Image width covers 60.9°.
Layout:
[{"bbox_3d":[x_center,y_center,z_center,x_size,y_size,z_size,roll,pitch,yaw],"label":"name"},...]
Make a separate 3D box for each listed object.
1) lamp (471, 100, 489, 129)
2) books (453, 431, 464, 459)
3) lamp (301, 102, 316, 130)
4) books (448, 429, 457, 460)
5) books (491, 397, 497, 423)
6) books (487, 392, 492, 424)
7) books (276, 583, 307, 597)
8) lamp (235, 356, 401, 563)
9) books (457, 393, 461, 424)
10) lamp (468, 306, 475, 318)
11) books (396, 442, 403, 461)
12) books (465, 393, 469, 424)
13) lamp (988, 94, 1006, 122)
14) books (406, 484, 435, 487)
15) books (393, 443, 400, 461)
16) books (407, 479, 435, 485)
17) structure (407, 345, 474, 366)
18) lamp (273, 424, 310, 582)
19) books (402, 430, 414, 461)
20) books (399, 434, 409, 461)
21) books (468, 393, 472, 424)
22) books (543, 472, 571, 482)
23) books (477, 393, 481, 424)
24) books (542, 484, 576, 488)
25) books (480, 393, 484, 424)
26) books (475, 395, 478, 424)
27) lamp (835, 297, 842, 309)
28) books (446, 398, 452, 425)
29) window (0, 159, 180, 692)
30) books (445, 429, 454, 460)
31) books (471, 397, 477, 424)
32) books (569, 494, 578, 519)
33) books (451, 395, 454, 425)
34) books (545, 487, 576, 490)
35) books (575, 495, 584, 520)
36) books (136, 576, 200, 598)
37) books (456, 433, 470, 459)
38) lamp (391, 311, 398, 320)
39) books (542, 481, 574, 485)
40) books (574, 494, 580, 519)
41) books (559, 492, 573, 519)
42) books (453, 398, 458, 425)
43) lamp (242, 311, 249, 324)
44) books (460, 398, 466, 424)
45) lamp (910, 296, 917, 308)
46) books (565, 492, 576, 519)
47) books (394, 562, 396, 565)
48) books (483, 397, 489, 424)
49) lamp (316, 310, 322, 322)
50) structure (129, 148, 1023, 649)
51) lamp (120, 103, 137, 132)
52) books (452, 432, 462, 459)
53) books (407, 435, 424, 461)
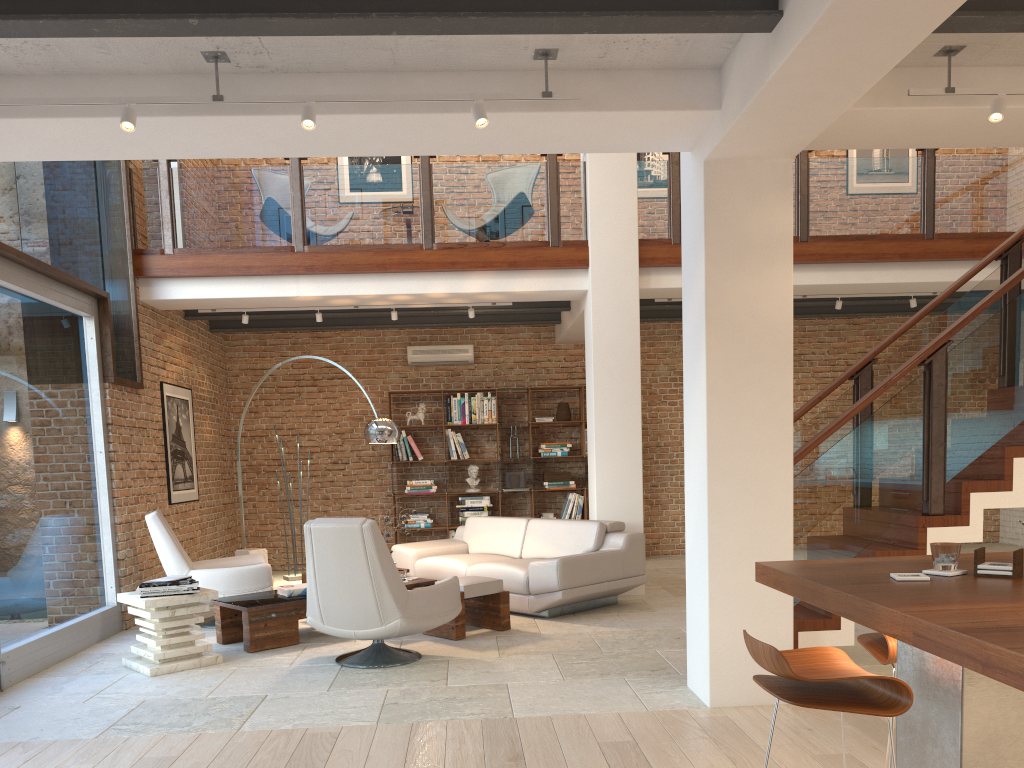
[{"bbox_3d":[-0.139,-1.153,3.723,0.059,0.130,0.086,-4,3,-33],"label":"lamp"},{"bbox_3d":[-0.661,0.766,10.832,0.125,0.351,0.270,-2,2,-3],"label":"books"},{"bbox_3d":[-0.860,-1.133,3.682,0.061,0.130,0.085,-2,2,-1],"label":"lamp"},{"bbox_3d":[-0.735,0.750,10.807,0.103,0.386,0.242,-2,3,-3],"label":"books"},{"bbox_3d":[-0.227,0.332,10.821,0.055,0.332,0.253,-2,2,-3],"label":"books"},{"bbox_3d":[-0.276,0.304,10.800,0.036,0.386,0.242,-2,3,-3],"label":"books"},{"bbox_3d":[-1.619,1.588,6.739,0.325,0.056,0.255,1,-5,-33],"label":"books"},{"bbox_3d":[-1.832,0.918,8.123,2.033,2.368,0.315,-1,5,33],"label":"lamp"},{"bbox_3d":[-0.652,0.315,10.775,0.036,0.386,0.242,-2,3,-3],"label":"books"},{"bbox_3d":[-0.407,-0.720,8.752,0.061,0.116,0.094,-2,1,3],"label":"lamp"},{"bbox_3d":[-1.397,0.767,10.789,0.091,0.387,0.242,-2,3,-3],"label":"books"},{"bbox_3d":[-0.557,0.311,10.775,0.036,0.386,0.242,-2,3,-3],"label":"books"},{"bbox_3d":[2.145,-1.218,3.851,0.086,0.130,0.059,-4,4,-43],"label":"lamp"},{"bbox_3d":[-1.134,1.262,10.846,0.355,0.021,0.272,-1,-5,-5],"label":"books"},{"bbox_3d":[-1.434,0.767,10.779,0.091,0.387,0.242,-2,3,-3],"label":"books"},{"bbox_3d":[-1.127,1.223,10.840,0.326,0.056,0.254,-2,-4,-1],"label":"books"},{"bbox_3d":[-0.884,-0.356,10.815,0.812,0.221,0.199,-2,1,-3],"label":"structure"},{"bbox_3d":[-2.526,1.376,10.112,0.415,1.834,0.198,-5,6,-33],"label":"lamp"},{"bbox_3d":[-1.289,0.764,10.783,0.121,0.384,0.242,-2,3,-3],"label":"books"},{"bbox_3d":[-1.346,0.792,10.813,0.102,0.336,0.253,-2,2,-3],"label":"books"},{"bbox_3d":[-0.521,0.311,10.787,0.036,0.386,0.242,-2,3,-3],"label":"books"},{"bbox_3d":[0.562,1.163,10.921,0.335,0.119,0.212,-2,-2,-3],"label":"books"},{"bbox_3d":[-0.408,0.309,10.806,0.036,0.386,0.242,-2,3,-3],"label":"books"},{"bbox_3d":[0.589,1.280,10.959,0.379,0.036,0.244,-1,-5,-8],"label":"books"},{"bbox_3d":[-0.370,0.307,10.795,0.036,0.386,0.242,-2,3,-3],"label":"books"},{"bbox_3d":[-0.435,0.322,10.792,0.021,0.361,0.270,-2,2,-3],"label":"books"},{"bbox_3d":[3.353,-0.821,8.945,0.061,0.130,0.085,-2,2,-1],"label":"lamp"},{"bbox_3d":[-0.776,0.347,10.786,0.055,0.332,0.253,-2,2,-3],"label":"books"},{"bbox_3d":[-3.410,-1.455,3.317,0.647,6.417,12.314,-2,-3,-3],"label":"window"},{"bbox_3d":[-0.774,0.752,10.828,0.101,0.386,0.242,-2,3,-3],"label":"books"},{"bbox_3d":[-0.473,0.336,10.777,0.055,0.332,0.253,-2,2,-3],"label":"books"},{"bbox_3d":[0.775,1.558,10.981,0.098,0.357,0.270,-2,2,-3],"label":"books"},{"bbox_3d":[-0.737,0.332,10.785,0.021,0.361,0.270,-2,2,-3],"label":"books"},{"bbox_3d":[0.605,1.307,10.948,0.355,0.021,0.272,-1,-5,-5],"label":"books"},{"bbox_3d":[0.841,1.566,10.980,0.116,0.336,0.253,-2,2,-3],"label":"books"},{"bbox_3d":[-2.343,1.377,5.969,0.388,0.080,0.569,0,-5,-19],"label":"books"},{"bbox_3d":[-0.612,0.772,10.821,0.158,0.331,0.253,-2,2,-3],"label":"books"},{"bbox_3d":[-1.174,-0.692,8.702,0.061,0.130,0.085,-2,2,-1],"label":"lamp"},{"bbox_3d":[0.576,1.240,10.920,0.379,0.036,0.244,-2,-5,-4],"label":"books"},{"bbox_3d":[0.796,1.561,10.991,0.098,0.357,0.270,-2,2,-3],"label":"books"},{"bbox_3d":[0.679,1.554,10.988,0.163,0.375,0.242,-2,3,-3],"label":"books"},{"bbox_3d":[-0.697,0.343,10.771,0.055,0.332,0.253,-2,2,-3],"label":"books"},{"bbox_3d":[-2.638,-0.651,8.620,0.059,0.130,0.086,-4,3,-33],"label":"lamp"},{"bbox_3d":[-0.605,0.342,10.795,0.055,0.332,0.253,-2,2,-3],"label":"books"},{"bbox_3d":[4.133,-0.844,8.980,0.086,0.130,0.059,-4,4,-43],"label":"lamp"},{"bbox_3d":[0.722,1.550,10.967,0.161,0.375,0.242,-2,3,-3],"label":"books"},{"bbox_3d":[-1.230,1.599,7.617,0.250,0.075,0.399,-4,-5,29],"label":"books"},{"bbox_3d":[-0.323,0.333,10.794,0.055,0.332,0.253,-2,2,-3],"label":"books"},{"bbox_3d":[-1.917,-0.675,8.661,0.061,0.122,0.085,-2,2,-1],"label":"lamp"},{"bbox_3d":[1.747,-0.446,4.212,10.150,4.155,13.839,-2,-4,-3],"label":"structure"},{"bbox_3d":[-1.603,-1.117,3.642,0.061,0.122,0.085,-2,2,-1],"label":"lamp"},{"bbox_3d":[-0.682,0.766,10.821,0.125,0.351,0.270,-2,2,-3],"label":"books"},{"bbox_3d":[-1.197,0.795,10.814,0.195,0.321,0.253,-2,2,-3],"label":"books"}]
